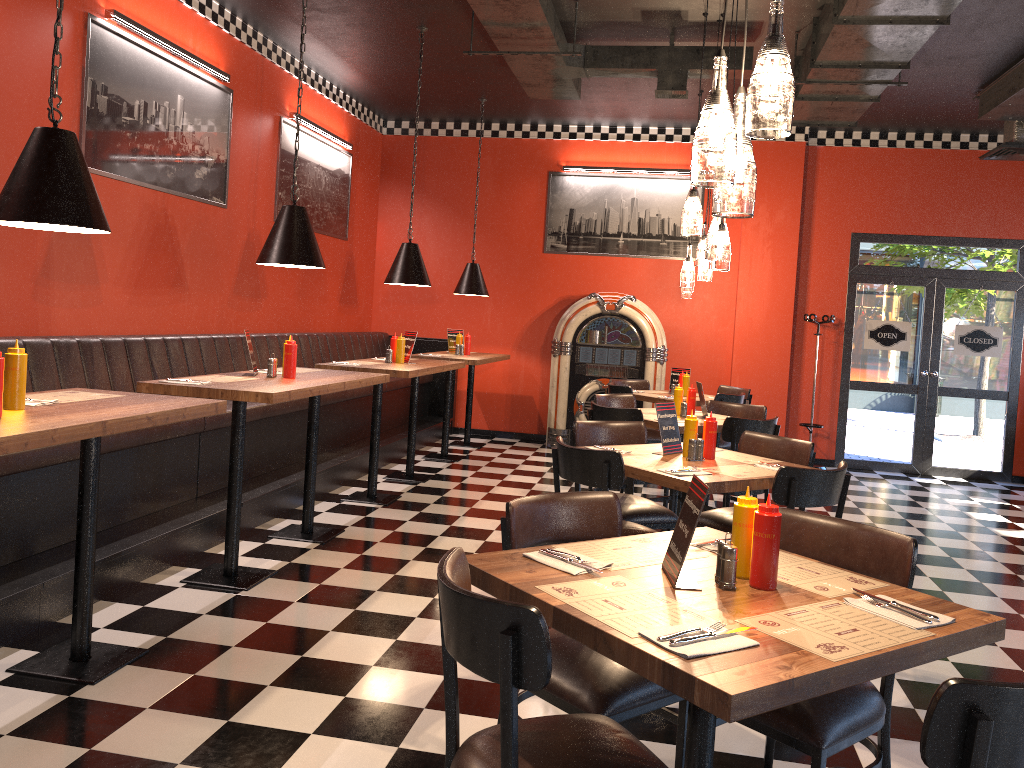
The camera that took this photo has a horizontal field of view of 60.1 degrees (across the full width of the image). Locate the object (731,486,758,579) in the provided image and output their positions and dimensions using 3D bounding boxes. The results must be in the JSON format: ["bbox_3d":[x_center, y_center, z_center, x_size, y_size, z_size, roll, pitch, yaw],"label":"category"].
[{"bbox_3d":[0.614,0.388,2.332,0.068,0.237,0.068,4,2,25],"label":"object"}]

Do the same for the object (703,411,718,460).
[{"bbox_3d":[0.986,0.255,4.419,0.068,0.237,0.068,4,2,16],"label":"object"}]

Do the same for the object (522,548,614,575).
[{"bbox_3d":[0.163,0.469,2.352,0.157,0.019,0.256,0,6,-40],"label":"object"}]

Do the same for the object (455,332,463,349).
[{"bbox_3d":[-0.551,-0.427,9.216,0.068,0.237,0.068,4,2,4],"label":"object"}]

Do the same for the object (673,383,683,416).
[{"bbox_3d":[1.225,0.111,6.532,0.068,0.237,0.068,4,2,16],"label":"object"}]

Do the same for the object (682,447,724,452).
[{"bbox_3d":[0.995,0.343,4.719,0.255,0.019,0.158,0,6,-42],"label":"object"}]

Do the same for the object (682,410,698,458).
[{"bbox_3d":[0.895,0.248,4.438,0.068,0.237,0.068,4,2,16],"label":"object"}]

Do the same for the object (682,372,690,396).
[{"bbox_3d":[1.655,-0.003,8.421,0.068,0.237,0.068,4,2,8],"label":"object"}]

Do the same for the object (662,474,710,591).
[{"bbox_3d":[0.443,0.372,2.271,0.072,0.256,0.188,4,3,0],"label":"object"}]

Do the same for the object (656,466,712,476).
[{"bbox_3d":[0.787,0.386,3.969,0.255,0.019,0.158,1,5,-32],"label":"object"}]

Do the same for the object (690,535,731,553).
[{"bbox_3d":[0.626,0.476,2.642,0.255,0.019,0.158,1,5,-34],"label":"object"}]

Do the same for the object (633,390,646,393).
[{"bbox_3d":[1.187,0.066,8.580,0.157,0.019,0.256,1,5,-32],"label":"object"}]

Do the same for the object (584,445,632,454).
[{"bbox_3d":[0.498,0.331,4.463,0.157,0.019,0.256,1,5,-33],"label":"object"}]

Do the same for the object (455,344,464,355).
[{"bbox_3d":[-0.537,-0.365,9.096,0.093,0.136,0.047,3,2,-10],"label":"object"}]

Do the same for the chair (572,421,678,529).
[{"bbox_3d":[0.595,0.657,4.867,0.486,0.866,0.546,2,3,-26],"label":"chair"}]

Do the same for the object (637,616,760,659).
[{"bbox_3d":[0.404,0.521,1.848,0.255,0.019,0.158,1,5,-32],"label":"object"}]

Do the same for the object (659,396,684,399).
[{"bbox_3d":[1.466,0.121,8.080,0.255,0.019,0.158,1,5,-31],"label":"object"}]

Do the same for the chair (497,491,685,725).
[{"bbox_3d":[0.237,0.800,2.659,0.486,0.866,0.546,2,3,-40],"label":"chair"}]

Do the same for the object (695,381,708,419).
[{"bbox_3d":[1.391,0.116,6.476,0.072,0.256,0.188,4,3,0],"label":"object"}]

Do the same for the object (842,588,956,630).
[{"bbox_3d":[0.907,0.532,2.125,0.157,0.019,0.256,1,5,-31],"label":"object"}]

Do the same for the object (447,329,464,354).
[{"bbox_3d":[-0.590,-0.446,9.308,0.188,0.256,0.072,2,2,-30],"label":"object"}]

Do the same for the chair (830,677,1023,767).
[{"bbox_3d":[0.768,0.902,1.742,0.486,0.866,0.546,2,3,-40],"label":"chair"}]

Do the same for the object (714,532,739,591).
[{"bbox_3d":[0.543,0.443,2.239,0.047,0.136,0.094,4,3,0],"label":"object"}]

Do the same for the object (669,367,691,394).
[{"bbox_3d":[1.632,-0.029,8.617,0.188,0.257,0.072,5,2,20],"label":"object"}]

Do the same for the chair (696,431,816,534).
[{"bbox_3d":[1.274,0.712,4.699,0.544,0.866,0.487,2,3,-35],"label":"chair"}]

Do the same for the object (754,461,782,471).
[{"bbox_3d":[1.269,0.396,4.248,0.157,0.019,0.256,1,5,-35],"label":"object"}]

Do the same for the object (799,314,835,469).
[{"bbox_3d":[3.243,0.079,9.517,0.375,1.656,0.374,5,2,33],"label":"object"}]

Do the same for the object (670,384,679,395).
[{"bbox_3d":[1.561,0.041,8.454,0.094,0.136,0.047,4,2,10],"label":"object"}]

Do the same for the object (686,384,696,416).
[{"bbox_3d":[1.317,0.119,6.513,0.068,0.237,0.068,4,2,16],"label":"object"}]

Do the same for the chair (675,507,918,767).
[{"bbox_3d":[0.834,0.845,2.563,0.544,0.866,0.487,2,3,-40],"label":"chair"}]

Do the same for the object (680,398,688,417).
[{"bbox_3d":[1.250,0.172,6.438,0.047,0.136,0.094,4,3,0],"label":"object"}]

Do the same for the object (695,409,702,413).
[{"bbox_3d":[1.353,0.205,6.859,0.255,0.019,0.158,1,5,-35],"label":"object"}]

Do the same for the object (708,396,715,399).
[{"bbox_3d":[1.953,0.131,8.351,0.157,0.019,0.256,1,5,-34],"label":"object"}]

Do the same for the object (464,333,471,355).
[{"bbox_3d":[-0.461,-0.420,9.189,0.068,0.237,0.068,4,2,4],"label":"object"}]

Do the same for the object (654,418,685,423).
[{"bbox_3d":[1.120,0.247,6.106,0.255,0.019,0.158,1,5,-33],"label":"object"}]

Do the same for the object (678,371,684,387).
[{"bbox_3d":[1.634,-0.011,8.512,0.068,0.237,0.068,4,2,8],"label":"object"}]

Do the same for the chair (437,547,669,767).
[{"bbox_3d":[0.080,0.842,1.972,0.544,0.866,0.487,3,3,-23],"label":"chair"}]

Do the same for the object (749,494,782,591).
[{"bbox_3d":[0.643,0.396,2.244,0.068,0.237,0.068,2,2,-37],"label":"object"}]

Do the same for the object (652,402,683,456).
[{"bbox_3d":[0.802,0.226,4.523,0.072,0.256,0.188,5,3,40],"label":"object"}]

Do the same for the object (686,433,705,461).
[{"bbox_3d":[0.902,0.308,4.337,0.093,0.136,0.047,2,2,-30],"label":"object"}]

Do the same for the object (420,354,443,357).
[{"bbox_3d":[-0.769,-0.278,8.508,0.255,0.019,0.158,4,4,7],"label":"object"}]
